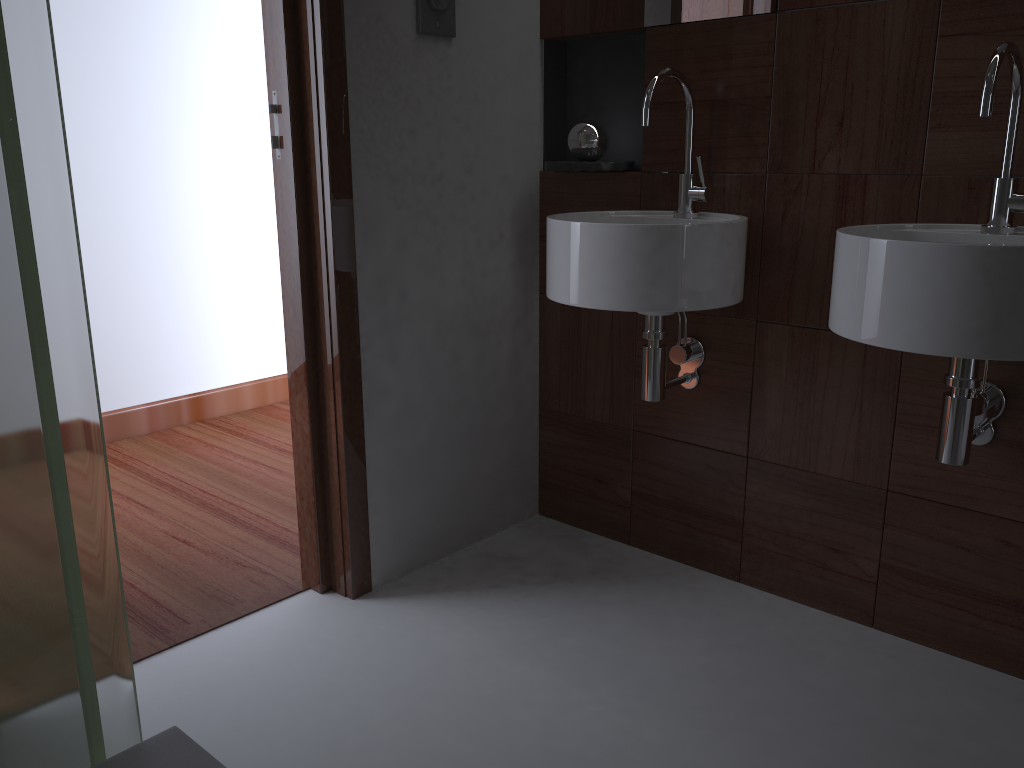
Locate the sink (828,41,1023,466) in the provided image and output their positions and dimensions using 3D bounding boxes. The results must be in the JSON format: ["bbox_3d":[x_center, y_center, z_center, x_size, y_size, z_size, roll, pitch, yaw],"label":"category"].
[{"bbox_3d":[0.751,-0.190,1.462,0.415,0.715,0.417,12,19,40],"label":"sink"}]

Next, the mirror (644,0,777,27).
[{"bbox_3d":[0.417,-1.088,1.822,0.316,0.635,0.010,12,19,40],"label":"mirror"}]

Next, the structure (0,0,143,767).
[{"bbox_3d":[-0.978,-0.186,0.595,0.765,2.079,1.015,12,19,40],"label":"structure"}]

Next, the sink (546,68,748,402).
[{"bbox_3d":[0.281,-0.294,1.872,0.415,0.715,0.417,12,19,40],"label":"sink"}]

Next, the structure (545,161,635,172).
[{"bbox_3d":[0.191,-0.537,2.182,0.222,0.023,0.220,0,15,2],"label":"structure"}]

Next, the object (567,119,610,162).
[{"bbox_3d":[0.649,-0.489,1.751,1.350,0.104,0.104,12,19,40],"label":"object"}]

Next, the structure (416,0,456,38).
[{"bbox_3d":[-0.164,-0.845,1.930,0.028,0.164,0.109,12,19,40],"label":"structure"}]
